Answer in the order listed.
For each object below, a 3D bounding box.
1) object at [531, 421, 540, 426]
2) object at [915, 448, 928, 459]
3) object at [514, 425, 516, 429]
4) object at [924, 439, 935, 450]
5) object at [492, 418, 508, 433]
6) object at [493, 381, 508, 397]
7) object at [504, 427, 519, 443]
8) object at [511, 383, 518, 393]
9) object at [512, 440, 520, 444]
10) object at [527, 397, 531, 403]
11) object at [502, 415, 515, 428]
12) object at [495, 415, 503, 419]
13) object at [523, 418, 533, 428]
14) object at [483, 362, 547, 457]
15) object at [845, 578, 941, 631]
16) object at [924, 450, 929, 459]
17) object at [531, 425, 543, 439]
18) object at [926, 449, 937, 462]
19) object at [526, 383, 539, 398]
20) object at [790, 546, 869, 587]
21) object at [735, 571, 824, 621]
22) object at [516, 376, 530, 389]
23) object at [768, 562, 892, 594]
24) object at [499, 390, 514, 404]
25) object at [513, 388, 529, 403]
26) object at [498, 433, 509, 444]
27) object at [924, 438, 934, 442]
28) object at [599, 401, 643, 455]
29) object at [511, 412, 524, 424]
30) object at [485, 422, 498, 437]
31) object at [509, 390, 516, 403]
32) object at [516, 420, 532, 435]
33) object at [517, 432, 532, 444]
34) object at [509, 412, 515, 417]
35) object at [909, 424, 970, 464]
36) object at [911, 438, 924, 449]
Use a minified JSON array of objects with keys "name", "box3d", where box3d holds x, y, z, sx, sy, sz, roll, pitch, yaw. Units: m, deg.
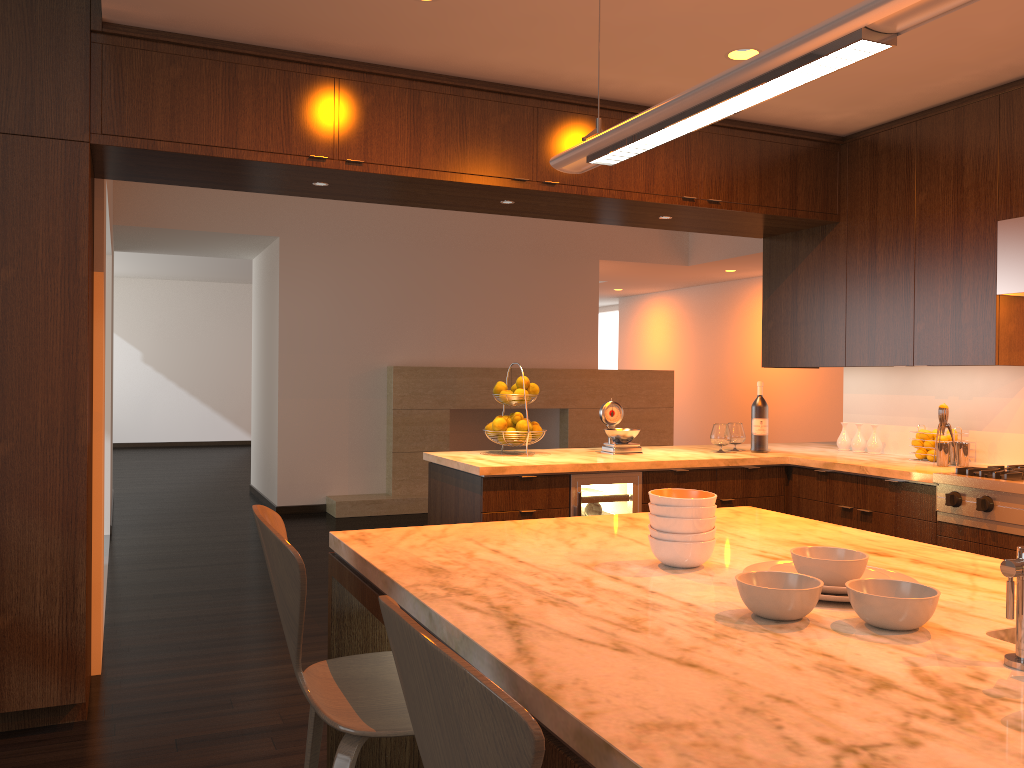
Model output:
[{"name":"object","box3d":[0.114,0.220,4.532,0.055,0.057,0.056,1,0,22]},{"name":"object","box3d":[1.986,0.337,4.299,0.060,0.057,0.052,1,0,11]},{"name":"object","box3d":[-0.008,0.221,4.480,0.058,0.063,0.062,0,0,-27]},{"name":"object","box3d":[2.011,0.292,4.265,0.062,0.053,0.052,0,0,-19]},{"name":"object","box3d":[-0.058,0.203,4.347,0.068,0.077,0.079,1,1,42]},{"name":"object","box3d":[-0.060,0.026,4.492,0.075,0.079,0.077,0,0,-14]},{"name":"object","box3d":[-0.007,0.251,4.361,0.078,0.076,0.078,0,1,-37]},{"name":"object","box3d":[0.024,0.023,4.466,0.061,0.063,0.062,1,0,1]},{"name":"object","box3d":[0.021,0.279,4.466,0.062,0.062,0.062,1,0,20]},{"name":"object","box3d":[0.063,0.066,4.476,0.071,0.072,0.071,1,0,7]},{"name":"object","box3d":[-0.022,0.194,4.406,0.077,0.075,0.077,1,1,40]},{"name":"object","box3d":[-0.058,0.194,4.473,0.067,0.071,0.069,1,0,12]},{"name":"object","box3d":[0.069,0.207,4.446,0.070,0.072,0.071,1,0,30]},{"name":"object","box3d":[0.015,0.122,4.457,0.324,0.461,0.324,1,0,25]},{"name":"object","box3d":[0.597,0.350,1.395,0.138,0.059,0.139,1,0,2]},{"name":"object","box3d":[2.026,0.343,4.340,0.053,0.053,0.061,0,1,-38]},{"name":"object","box3d":[0.119,0.241,4.478,0.073,0.072,0.071,1,0,20]},{"name":"object","box3d":[2.022,0.343,4.250,0.064,0.063,0.074,1,0,30]},{"name":"object","box3d":[0.102,0.031,4.434,0.071,0.074,0.070,1,0,-2]},{"name":"object","box3d":[0.587,0.343,1.644,0.138,0.059,0.139,1,0,2]},{"name":"object","box3d":[0.434,0.348,1.445,0.138,0.059,0.139,1,0,2]},{"name":"object","box3d":[0.055,-0.005,4.413,0.068,0.072,0.071,1,0,22]},{"name":"object","box3d":[0.587,0.364,1.644,0.216,0.025,0.217,1,0,-7]},{"name":"object","box3d":[-0.025,0.066,4.440,0.078,0.072,0.077,1,0,32]},{"name":"object","box3d":[0.045,0.058,4.400,0.078,0.077,0.077,1,0,-7]},{"name":"object","box3d":[-0.038,0.267,4.427,0.063,0.069,0.070,1,0,29]},{"name":"object","box3d":[2.035,0.288,4.316,0.064,0.053,0.051,1,0,12]},{"name":"object","box3d":[0.559,0.224,4.587,0.191,0.266,0.231,0,0,-21]},{"name":"object","box3d":[0.027,0.169,4.381,0.060,0.063,0.062,0,0,-16]},{"name":"object","box3d":[-0.097,0.224,4.417,0.077,0.077,0.077,0,0,-12]},{"name":"object","box3d":[-0.004,0.065,4.509,0.070,0.068,0.062,1,0,26]},{"name":"object","box3d":[0.057,0.211,4.343,0.077,0.074,0.078,1,0,-9]},{"name":"object","box3d":[0.060,0.263,4.406,0.078,0.075,0.078,1,1,44]},{"name":"object","box3d":[0.015,0.170,4.459,0.063,0.059,0.061,1,0,10]},{"name":"object","box3d":[2.065,0.287,4.287,0.189,0.175,0.207,0,0,-26]},{"name":"object","box3d":[1.977,0.290,4.317,0.053,0.051,0.063,0,0,-22]}]
